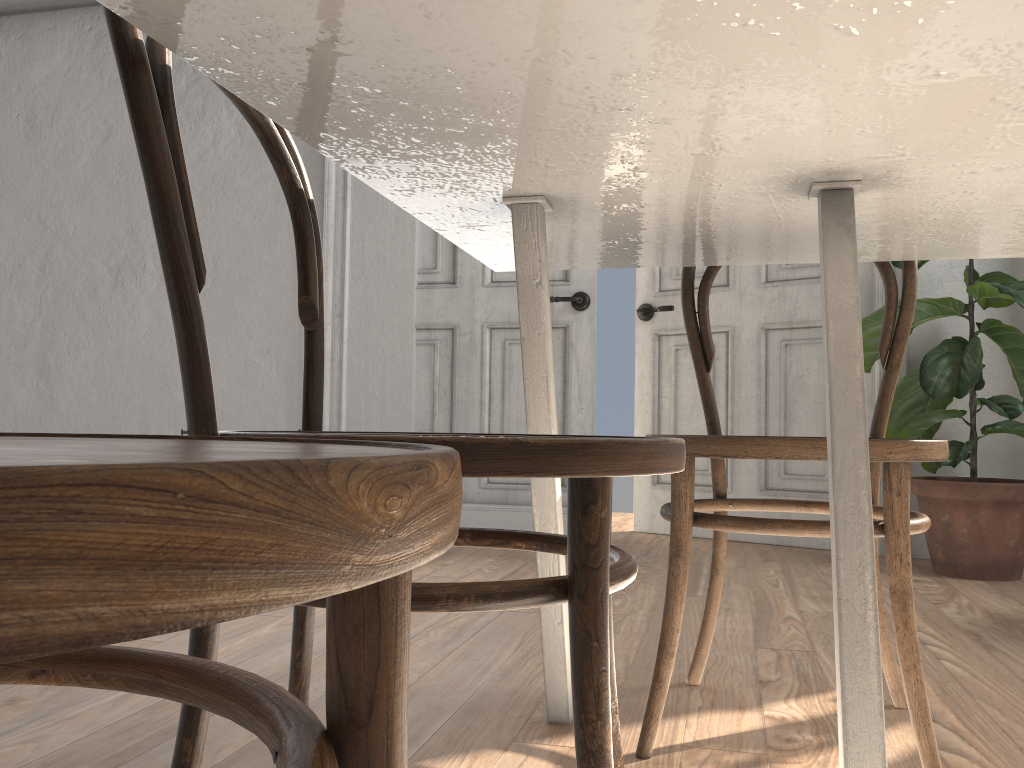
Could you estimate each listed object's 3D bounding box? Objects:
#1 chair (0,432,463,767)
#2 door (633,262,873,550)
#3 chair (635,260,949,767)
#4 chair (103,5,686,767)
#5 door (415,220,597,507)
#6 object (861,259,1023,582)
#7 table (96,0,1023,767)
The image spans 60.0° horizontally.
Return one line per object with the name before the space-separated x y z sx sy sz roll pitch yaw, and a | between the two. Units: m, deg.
chair | -0.285 0.009 0.303 0.549 0.920 0.438 0 -3 25
door | 0.998 -0.752 3.725 1.097 2.813 0.216 -1 -3 39
chair | 0.445 0.076 1.408 0.438 0.920 0.549 0 -3 22
chair | -0.111 0.039 0.862 0.549 0.920 0.438 1 -2 9
door | -0.170 -0.765 3.841 1.097 2.813 0.216 0 -2 15
object | 0.702 -0.426 0.552 0.792 1.841 5.829 0 -3 19
table | 0.234 0.094 0.453 1.100 0.779 2.201 0 -3 14
